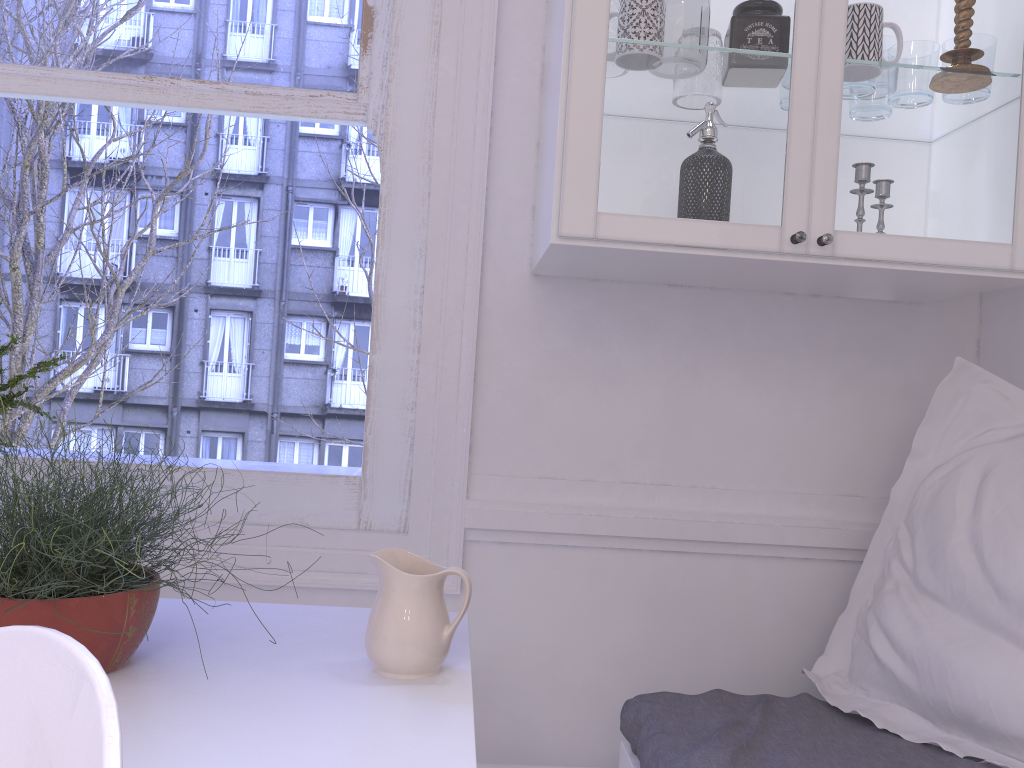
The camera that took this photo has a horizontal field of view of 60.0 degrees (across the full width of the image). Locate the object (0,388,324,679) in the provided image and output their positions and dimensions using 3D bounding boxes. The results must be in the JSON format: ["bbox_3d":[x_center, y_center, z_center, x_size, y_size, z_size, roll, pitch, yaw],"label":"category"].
[{"bbox_3d":[-0.550,0.187,1.129,0.668,0.367,0.531,3,0,21],"label":"object"}]

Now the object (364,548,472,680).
[{"bbox_3d":[-0.131,0.305,1.186,0.127,0.152,0.115,4,0,-21],"label":"object"}]

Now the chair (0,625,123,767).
[{"bbox_3d":[-0.438,0.552,0.322,0.604,0.845,0.483,3,-1,42],"label":"chair"}]

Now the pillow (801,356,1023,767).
[{"bbox_3d":[0.825,0.270,1.461,0.374,0.642,0.677,4,-1,-33],"label":"pillow"}]

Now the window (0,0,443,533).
[{"bbox_3d":[-0.772,-0.625,1.866,1.234,1.782,0.181,4,0,-4],"label":"window"}]

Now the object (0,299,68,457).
[{"bbox_3d":[-0.905,0.067,1.203,0.438,0.527,0.368,4,0,-4],"label":"object"}]

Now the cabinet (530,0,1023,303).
[{"bbox_3d":[0.502,-0.850,1.609,0.823,1.311,0.425,4,0,-4],"label":"cabinet"}]

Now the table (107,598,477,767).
[{"bbox_3d":[-0.824,0.646,1.083,1.514,0.619,0.736,4,0,-4],"label":"table"}]
